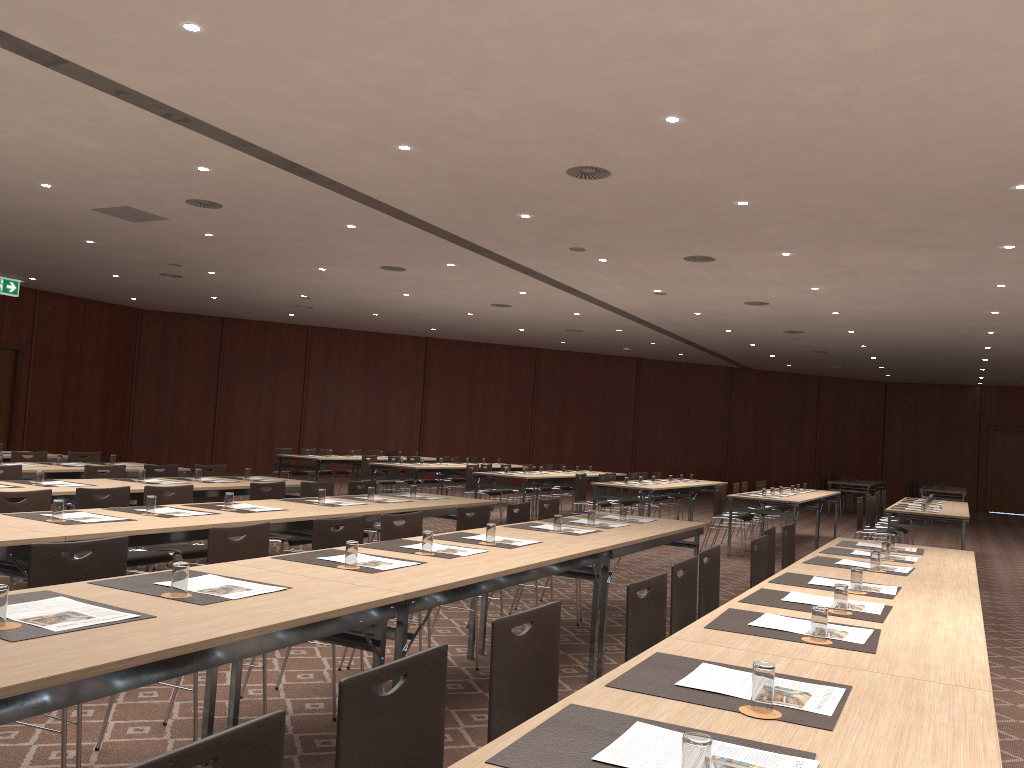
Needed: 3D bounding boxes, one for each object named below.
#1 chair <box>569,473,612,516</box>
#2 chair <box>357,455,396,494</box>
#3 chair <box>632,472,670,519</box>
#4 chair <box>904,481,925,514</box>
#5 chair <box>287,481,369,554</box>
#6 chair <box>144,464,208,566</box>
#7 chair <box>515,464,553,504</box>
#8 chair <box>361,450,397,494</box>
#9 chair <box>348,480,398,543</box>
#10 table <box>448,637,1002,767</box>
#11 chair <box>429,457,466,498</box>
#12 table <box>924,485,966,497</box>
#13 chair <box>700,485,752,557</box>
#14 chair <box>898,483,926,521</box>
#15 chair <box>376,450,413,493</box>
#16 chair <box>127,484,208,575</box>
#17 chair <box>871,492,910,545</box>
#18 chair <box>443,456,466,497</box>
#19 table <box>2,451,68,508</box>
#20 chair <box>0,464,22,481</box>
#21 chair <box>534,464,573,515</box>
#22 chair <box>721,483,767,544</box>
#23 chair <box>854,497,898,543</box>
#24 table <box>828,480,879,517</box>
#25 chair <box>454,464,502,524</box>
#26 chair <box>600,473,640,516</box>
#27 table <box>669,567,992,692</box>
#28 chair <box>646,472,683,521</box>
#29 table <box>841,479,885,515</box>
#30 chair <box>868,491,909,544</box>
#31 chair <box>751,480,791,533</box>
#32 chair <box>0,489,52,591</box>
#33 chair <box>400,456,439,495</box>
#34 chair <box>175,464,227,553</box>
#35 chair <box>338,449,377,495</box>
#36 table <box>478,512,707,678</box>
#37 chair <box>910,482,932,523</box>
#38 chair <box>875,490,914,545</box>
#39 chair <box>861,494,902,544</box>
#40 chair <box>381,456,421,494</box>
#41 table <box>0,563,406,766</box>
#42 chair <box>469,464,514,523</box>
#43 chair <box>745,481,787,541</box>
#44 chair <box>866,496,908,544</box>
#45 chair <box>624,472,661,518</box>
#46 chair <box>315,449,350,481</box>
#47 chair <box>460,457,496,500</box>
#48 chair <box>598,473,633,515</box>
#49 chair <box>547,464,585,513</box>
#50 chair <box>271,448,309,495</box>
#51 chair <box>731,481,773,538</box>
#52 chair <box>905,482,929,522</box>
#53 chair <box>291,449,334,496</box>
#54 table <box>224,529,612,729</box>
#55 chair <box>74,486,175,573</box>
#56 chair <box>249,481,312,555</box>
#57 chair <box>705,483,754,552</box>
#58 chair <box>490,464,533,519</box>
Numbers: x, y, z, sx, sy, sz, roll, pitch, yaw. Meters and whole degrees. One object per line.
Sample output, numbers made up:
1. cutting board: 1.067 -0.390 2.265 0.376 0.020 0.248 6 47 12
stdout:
1. chair: 1.176 1.846 13.505 0.613 0.939 0.536 2 -3 27
2. chair: -2.367 1.716 15.356 0.613 0.939 0.536 2 -3 28
3. chair: 2.524 2.084 16.157 0.613 0.939 0.536 2 -3 29
4. chair: 10.429 2.982 22.854 0.613 0.939 0.536 2 -3 26
5. chair: -1.631 1.342 7.848 0.613 0.939 0.536 2 -3 29
6. chair: -3.410 1.280 8.835 0.613 0.939 0.536 2 -3 26
7. chair: 0.413 1.959 16.414 0.613 0.939 0.536 2 -3 27
8. chair: -2.796 1.880 18.789 0.613 0.939 0.536 2 -3 25
9. chair: -1.313 1.393 8.380 0.613 0.939 0.536 2 -3 28
10. table: 0.405 1.186 1.716 0.953 0.832 2.269 2 -3 27
11. chair: -1.254 1.899 17.318 0.613 0.939 0.536 2 -3 28
12. table: 11.261 3.103 23.077 0.953 0.832 2.269 2 -3 27
13. chair: 3.071 1.920 12.594 0.613 0.939 0.536 2 -3 29
14. chair: 9.377 2.797 20.784 0.613 0.939 0.536 2 -3 30
15. chair: -2.537 1.933 19.432 0.613 0.939 0.536 2 -3 26
16. chair: -2.384 1.209 6.366 0.613 0.939 0.536 2 -3 29
17. chair: 5.803 2.160 13.654 0.613 0.939 0.536 2 -3 26
18. chair: -1.068 1.945 17.912 0.613 0.939 0.536 2 -3 29
19. table: -6.439 1.216 10.304 0.953 0.832 2.269 2 -3 27
20. chair: -4.158 1.144 7.286 0.613 0.939 0.536 2 -3 25
21. chair: 0.817 2.017 16.981 0.613 0.939 0.536 2 -3 28
22. chair: 3.636 2.025 13.800 0.613 0.939 0.536 3 -3 24
23. chair: 4.768 1.984 11.750 0.613 0.939 0.536 2 -3 30
24. table: 8.456 2.856 21.969 0.953 0.832 2.269 2 -3 27
25. chair: -0.520 1.781 14.351 0.613 0.939 0.536 2 -3 26
26. chair: 1.763 1.949 14.660 0.613 0.939 0.536 2 -3 29
27. table: 1.431 1.367 3.734 0.953 0.832 2.269 2 -3 27
28. chair: 2.866 2.131 16.602 0.613 0.939 0.536 2 -3 26
29. table: 9.482 3.037 23.987 0.953 0.832 2.269 2 -3 27
30. chair: 6.091 2.218 14.354 0.613 0.939 0.536 2 -3 29
31. chair: 4.608 2.197 15.714 0.613 0.939 0.536 2 -3 25
32. chair: -2.884 1.116 5.289 0.613 0.939 0.536 2 -3 29
33. chair: -1.729 1.821 16.477 0.613 0.939 0.536 2 -3 29
34. chair: -3.100 1.331 9.369 0.613 0.939 0.536 2 -3 29
35. chair: -3.140 1.827 18.247 0.613 0.939 0.536 2 -3 30
36. table: 0.678 1.482 6.663 0.953 0.832 2.269 2 -3 27
37. chair: 9.742 2.847 21.245 0.613 0.939 0.536 2 -3 27
38. chair: 6.419 2.269 14.865 0.613 0.939 0.536 2 -3 25
39. chair: 5.315 2.081 12.826 0.613 0.939 0.536 2 -3 29
40. chair: -1.992 1.769 15.865 0.613 0.939 0.536 3 -3 24
41. table: -1.374 1.119 2.626 0.953 0.832 2.269 2 -3 27
42. chair: -0.316 1.830 14.980 0.613 0.939 0.536 2 -3 25
43. chair: 4.363 2.148 15.137 0.613 0.939 0.536 2 -3 26
44. chair: 5.155 2.040 12.283 0.613 0.939 0.536 2 -3 29
45. chair: 2.252 2.028 15.488 0.613 0.939 0.536 2 -3 29
46. chair: -3.556 1.753 17.427 0.613 0.939 0.536 3 -3 24
47. chair: -0.691 2.004 18.520 0.613 0.939 0.536 2 -3 26
48. chair: 1.575 1.903 14.063 0.613 0.939 0.536 3 -3 24
49. chair: 1.089 2.071 17.610 0.613 0.939 0.536 2 -3 30
50. chair: -4.094 1.651 16.235 0.613 0.939 0.536 2 -3 29
51. chair: 3.980 2.093 14.611 0.613 0.939 0.536 2 -3 25
52. chair: 9.981 2.898 21.875 0.613 0.939 0.536 2 -3 30
53. chair: -3.751 1.706 16.816 0.613 0.939 0.536 2 -3 25
54. table: -0.348 1.301 4.645 0.953 0.832 2.269 2 -3 27
55. chair: -2.629 1.166 5.883 0.613 0.939 0.536 2 -3 25
56. chair: -1.926 1.295 7.343 0.613 0.939 0.536 2 -3 26
57. chair: 3.265 1.967 13.205 0.613 0.939 0.536 2 -3 28
58. chair: 0.016 1.881 15.499 0.613 0.939 0.536 3 -3 24
